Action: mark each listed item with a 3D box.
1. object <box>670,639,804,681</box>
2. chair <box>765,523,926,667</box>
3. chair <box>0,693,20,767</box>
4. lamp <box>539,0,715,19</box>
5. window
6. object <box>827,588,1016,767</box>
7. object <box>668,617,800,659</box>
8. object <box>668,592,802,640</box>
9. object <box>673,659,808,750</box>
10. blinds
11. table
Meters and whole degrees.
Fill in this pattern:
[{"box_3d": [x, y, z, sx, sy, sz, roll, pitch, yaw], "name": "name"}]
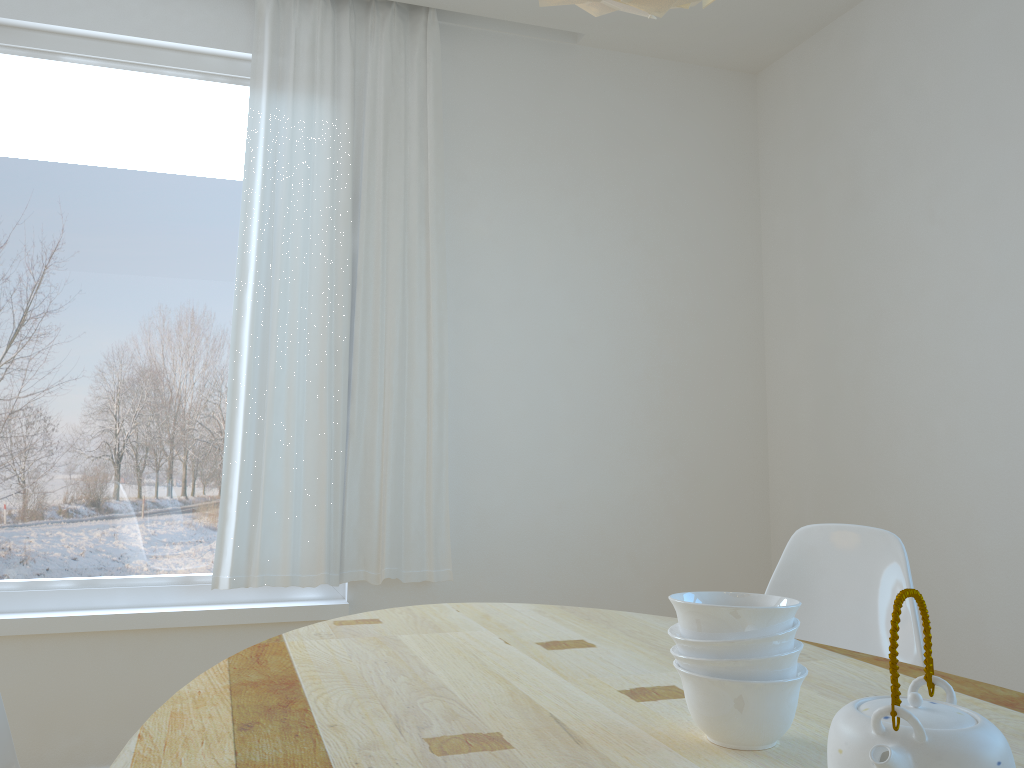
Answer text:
[{"box_3d": [0.261, 0.345, 1.029, 0.151, 0.094, 0.151, -2, -6, 21], "name": "object"}, {"box_3d": [0.566, 0.750, 1.759, 0.521, 0.909, 0.428, 7, -10, -43], "name": "chair"}, {"box_3d": [-0.688, 0.697, 1.240, 0.523, 0.909, 0.426, 0, -7, 2], "name": "chair"}, {"box_3d": [0.160, -1.012, 1.095, 0.646, 1.145, 0.634, 3, -8, -19], "name": "lamp"}, {"box_3d": [-1.882, -0.251, 2.838, 2.724, 1.935, 0.087, 2, -8, -18], "name": "window"}, {"box_3d": [0.332, 0.283, 0.754, 0.177, 0.213, 0.146, 3, -7, -19], "name": "object"}, {"box_3d": [0.259, 0.321, 1.032, 0.150, 0.096, 0.151, 1, -6, -2], "name": "object"}, {"box_3d": [0.261, 0.293, 1.038, 0.152, 0.088, 0.151, 0, -5, 10], "name": "object"}, {"box_3d": [0.264, 0.368, 1.025, 0.152, 0.083, 0.151, -1, -6, 21], "name": "object"}, {"box_3d": [-0.571, -0.403, 3.093, 0.794, 2.178, 0.149, 3, -8, -18], "name": "blinds"}, {"box_3d": [0.202, 0.762, 0.853, 1.192, 0.731, 2.176, 3, -5, -20], "name": "table"}]
